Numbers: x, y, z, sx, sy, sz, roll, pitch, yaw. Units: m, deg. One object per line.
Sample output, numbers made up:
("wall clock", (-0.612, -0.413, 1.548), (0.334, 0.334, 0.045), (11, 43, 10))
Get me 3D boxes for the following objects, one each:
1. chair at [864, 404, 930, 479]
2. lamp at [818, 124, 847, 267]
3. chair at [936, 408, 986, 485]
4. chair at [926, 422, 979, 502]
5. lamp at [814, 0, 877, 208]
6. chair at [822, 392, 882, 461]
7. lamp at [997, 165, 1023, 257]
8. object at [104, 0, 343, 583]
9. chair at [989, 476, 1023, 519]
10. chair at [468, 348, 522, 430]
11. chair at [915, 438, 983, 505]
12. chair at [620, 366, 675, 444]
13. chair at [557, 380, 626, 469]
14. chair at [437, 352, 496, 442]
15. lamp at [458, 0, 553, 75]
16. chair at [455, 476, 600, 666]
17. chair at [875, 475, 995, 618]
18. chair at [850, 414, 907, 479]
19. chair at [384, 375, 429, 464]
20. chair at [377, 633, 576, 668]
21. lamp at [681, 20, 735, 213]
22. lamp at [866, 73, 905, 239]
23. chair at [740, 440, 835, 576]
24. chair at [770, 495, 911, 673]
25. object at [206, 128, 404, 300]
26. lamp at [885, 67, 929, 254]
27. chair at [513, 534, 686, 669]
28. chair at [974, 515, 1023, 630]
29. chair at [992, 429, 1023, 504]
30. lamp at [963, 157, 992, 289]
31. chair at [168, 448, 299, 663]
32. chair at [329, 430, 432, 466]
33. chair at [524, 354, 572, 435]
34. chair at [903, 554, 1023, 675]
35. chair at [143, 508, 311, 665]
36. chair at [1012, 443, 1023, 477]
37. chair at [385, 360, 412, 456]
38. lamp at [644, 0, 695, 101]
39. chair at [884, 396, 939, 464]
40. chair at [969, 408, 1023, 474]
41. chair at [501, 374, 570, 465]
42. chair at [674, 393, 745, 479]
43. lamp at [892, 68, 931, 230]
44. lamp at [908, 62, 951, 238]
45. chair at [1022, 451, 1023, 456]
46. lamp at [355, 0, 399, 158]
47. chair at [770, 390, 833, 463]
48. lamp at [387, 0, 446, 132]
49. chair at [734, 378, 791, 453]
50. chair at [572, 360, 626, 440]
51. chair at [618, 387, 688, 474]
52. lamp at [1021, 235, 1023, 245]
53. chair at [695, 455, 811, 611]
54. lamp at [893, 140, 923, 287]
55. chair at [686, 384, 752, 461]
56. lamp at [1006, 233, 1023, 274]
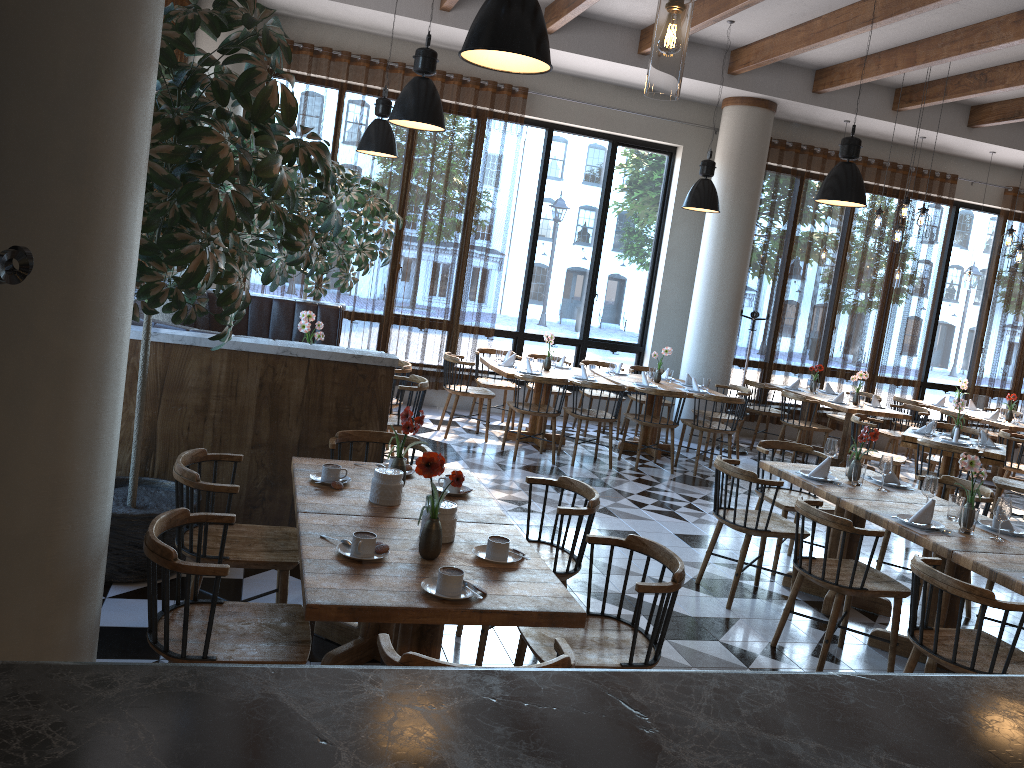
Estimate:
("chair", (4.527, 0.652, 10.396), (0.549, 0.814, 0.522), (7, 6, -16))
("lamp", (3.940, -2.406, 10.783), (0.078, 1.956, 0.078), (4, 7, -40))
("chair", (5.383, 0.743, 10.642), (0.549, 0.814, 0.522), (7, 6, -16))
("chair", (4.392, 0.839, 8.863), (0.521, 0.814, 0.550), (11, 7, 29))
("lamp", (2.626, -2.284, 6.649), (0.390, 1.857, 0.392), (5, 6, -29))
("chair", (4.307, 0.512, 11.204), (0.549, 0.814, 0.522), (7, 6, -16))
("lamp", (5.465, -2.392, 9.439), (0.175, 2.063, 0.176), (7, 5, -8))
("object", (-1.440, -0.378, 4.257), (1.478, 2.770, 1.763), (4, 7, -35))
("chair", (4.629, 0.991, 7.990), (0.551, 0.814, 0.520), (12, 7, 29))
("chair", (-0.187, 0.048, 9.834), (0.519, 0.814, 0.553), (7, 6, -16))
("chair", (3.758, 0.899, 7.740), (0.521, 0.814, 0.550), (11, 7, 29))
("chair", (1.587, 0.235, 10.343), (0.519, 0.814, 0.553), (7, 6, -16))
("chair", (0.763, 0.359, 8.547), (0.519, 0.814, 0.553), (7, 6, -16))
("chair", (-0.470, 0.125, 8.963), (0.549, 0.814, 0.522), (7, 6, -16))
("lamp", (0.106, -2.229, 3.541), (0.392, 1.857, 0.390), (11, 6, 31))
("chair", (0.070, 0.860, 4.080), (0.549, 0.814, 0.522), (7, 6, -16))
("chair", (2.713, 1.023, 5.704), (0.549, 0.814, 0.522), (7, 6, -16))
("chair", (3.521, 0.747, 8.613), (0.551, 0.814, 0.520), (12, 7, 29))
("chair", (-0.966, 0.341, 6.825), (0.549, 0.814, 0.522), (7, 6, -16))
("chair", (-0.160, 1.049, 2.435), (0.519, 0.814, 0.553), (7, 6, -16))
("lamp", (2.032, -2.664, 8.834), (0.390, 1.857, 0.392), (4, 7, -38))
("lamp", (3.893, -2.523, 9.051), (0.175, 2.063, 0.175), (11, 6, 26))
("chair", (1.926, 0.852, 6.132), (0.519, 0.814, 0.553), (7, 6, -16))
("chair", (1.670, 1.033, 4.509), (0.549, 0.814, 0.522), (7, 6, -16))
("object", (-2.096, -1.096, 8.883), (1.486, 2.770, 1.754), (12, 7, 32))
("lamp", (4.041, -2.352, 8.922), (0.175, 2.063, 0.176), (5, 6, -30))
("chair", (0.294, 1.003, 3.258), (0.549, 0.814, 0.522), (7, 6, -16))
("chair", (2.939, 1.167, 4.874), (0.549, 0.814, 0.522), (7, 6, -16))
("chair", (5.240, 0.929, 9.107), (0.551, 0.814, 0.520), (12, 7, 29))
("lamp", (6.025, -2.194, 11.381), (0.078, 1.956, 0.078), (7, 5, -9))
("chair", (-1.171, 0.729, 3.724), (0.549, 0.814, 0.522), (7, 6, -16))
("chair", (-0.703, 0.695, 4.481), (0.519, 0.814, 0.553), (7, 6, -16))
("chair", (0.382, 0.108, 9.997), (0.519, 0.814, 0.553), (7, 6, -16))
("chair", (1.896, 1.178, 3.679), (0.549, 0.814, 0.522), (7, 6, -16))
("chair", (-0.947, 0.872, 2.902), (0.549, 0.814, 0.522), (7, 6, -16))
("chair", (6.630, 0.874, 11.000), (0.549, 0.814, 0.522), (7, 6, -16))
("chair", (-1.189, 0.198, 7.647), (0.549, 0.814, 0.522), (7, 6, -16))
("lamp", (0.470, -1.599, 1.870), (0.078, 1.956, 0.078), (9, 5, 13))
("chair", (5.163, 0.602, 11.450), (0.549, 0.814, 0.522), (7, 6, -16))
("chair", (6.410, 0.734, 11.808), (0.549, 0.814, 0.522), (7, 6, -16))
("chair", (0.212, 0.300, 8.388), (0.519, 0.814, 0.553), (7, 6, -16))
("chair", (1.986, 0.488, 8.898), (0.519, 0.814, 0.553), (7, 6, -16))
("lamp", (4.005, -2.558, 8.680), (0.175, 2.063, 0.176), (5, 6, -30))
("lamp", (4.197, -2.481, 8.739), (0.175, 2.063, 0.176), (4, 7, -41))
("chair", (7.222, 0.820, 12.042), (0.549, 0.814, 0.522), (7, 6, -16))
("lamp", (-1.089, -2.994, 7.938), (0.390, 1.857, 0.392), (8, 5, -4))
("chair", (3.280, 0.521, 10.038), (0.549, 0.814, 0.522), (7, 6, -16))
("lamp", (-0.495, -2.614, 5.751), (0.390, 1.857, 0.392), (7, 5, -14))
("chair", (3.061, 0.380, 10.846), (0.549, 0.814, 0.522), (7, 6, -16))
("chair", (1.003, 0.174, 10.175), (0.519, 0.814, 0.553), (7, 6, -16))
("chair", (1.384, 0.424, 8.725), (0.519, 0.814, 0.553), (7, 6, -16))
("lamp", (5.669, -2.411, 9.369), (0.175, 2.063, 0.175), (9, 5, 3))
("chair", (1.444, 0.889, 5.339), (0.549, 0.814, 0.522), (7, 6, -16))
("lamp", (4.984, -2.190, 11.097), (0.078, 1.956, 0.078), (11, 6, 24))
("chair", (2.288, 0.416, 9.755), (0.549, 0.814, 0.522), (7, 6, -16))
("lamp", (5.459, -2.190, 9.241), (0.175, 2.063, 0.175), (9, 5, 3))
